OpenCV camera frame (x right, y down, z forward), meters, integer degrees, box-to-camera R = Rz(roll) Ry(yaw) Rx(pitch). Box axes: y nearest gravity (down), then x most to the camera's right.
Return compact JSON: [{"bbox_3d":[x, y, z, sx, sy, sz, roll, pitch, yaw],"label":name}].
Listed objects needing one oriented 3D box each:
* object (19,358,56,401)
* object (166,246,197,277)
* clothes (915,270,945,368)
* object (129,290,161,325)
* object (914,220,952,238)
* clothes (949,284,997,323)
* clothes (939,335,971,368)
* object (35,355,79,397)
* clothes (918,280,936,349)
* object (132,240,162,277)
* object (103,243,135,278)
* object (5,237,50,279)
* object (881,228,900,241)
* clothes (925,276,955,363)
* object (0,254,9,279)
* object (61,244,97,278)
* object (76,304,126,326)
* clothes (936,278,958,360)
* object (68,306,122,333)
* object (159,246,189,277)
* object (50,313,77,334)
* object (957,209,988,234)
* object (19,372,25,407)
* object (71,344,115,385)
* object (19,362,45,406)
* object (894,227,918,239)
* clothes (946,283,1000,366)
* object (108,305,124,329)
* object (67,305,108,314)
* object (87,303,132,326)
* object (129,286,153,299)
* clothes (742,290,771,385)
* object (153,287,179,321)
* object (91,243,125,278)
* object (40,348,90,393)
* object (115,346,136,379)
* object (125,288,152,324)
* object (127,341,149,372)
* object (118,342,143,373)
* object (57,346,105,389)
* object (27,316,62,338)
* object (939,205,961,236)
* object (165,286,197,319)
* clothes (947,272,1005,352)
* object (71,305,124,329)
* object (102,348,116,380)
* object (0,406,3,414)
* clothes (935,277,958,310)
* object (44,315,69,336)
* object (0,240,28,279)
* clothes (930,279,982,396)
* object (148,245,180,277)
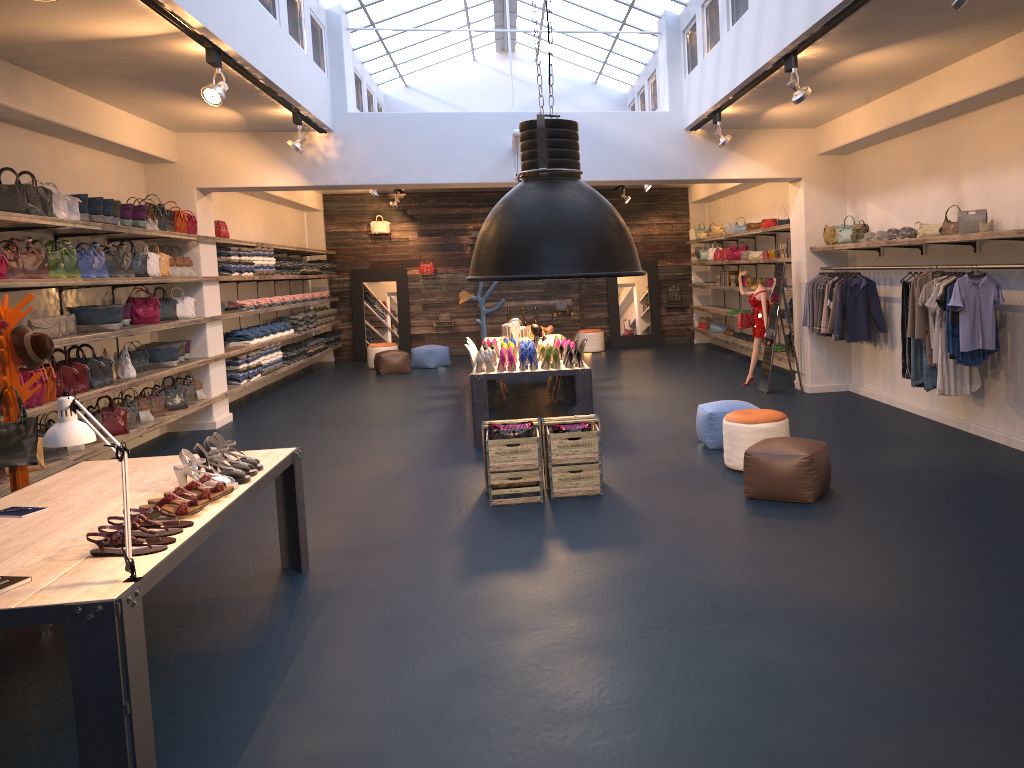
[{"bbox_3d":[-3.768,-0.031,6.858,0.268,0.360,0.200,-7,7,-42],"label":"object"},{"bbox_3d":[-3.885,-1.414,10.064,0.165,0.365,0.415,1,7,38],"label":"object"},{"bbox_3d":[4.152,-0.631,8.460,0.540,0.943,0.178,-4,4,-12],"label":"clothes"},{"bbox_3d":[-3.838,-0.803,9.059,0.207,0.360,0.261,-1,5,22],"label":"object"},{"bbox_3d":[4.221,-1.555,8.721,0.336,0.173,0.250,3,8,37],"label":"object"},{"bbox_3d":[4.125,-0.726,7.818,0.469,0.369,0.135,-3,4,-10],"label":"clothes"},{"bbox_3d":[4.164,-0.514,8.176,0.337,0.873,0.091,-3,4,-7],"label":"clothes"},{"bbox_3d":[-3.804,-0.077,7.143,0.444,0.384,0.185,-4,5,-15],"label":"object"},{"bbox_3d":[4.149,-0.673,8.307,0.565,0.683,0.113,-3,4,-10],"label":"clothes"},{"bbox_3d":[-3.813,-1.285,8.923,0.178,0.384,0.459,1,6,34],"label":"object"},{"bbox_3d":[-3.792,-1.181,8.336,0.200,0.337,0.407,1,7,37],"label":"object"},{"bbox_3d":[-3.808,-0.980,6.773,0.409,0.337,0.199,-7,7,-40],"label":"object"},{"bbox_3d":[4.185,-1.643,9.549,0.236,0.135,0.178,0,6,15],"label":"object"},{"bbox_3d":[4.155,-0.611,8.223,0.521,0.828,0.139,-3,4,-6],"label":"clothes"},{"bbox_3d":[-3.839,-0.866,6.304,0.207,0.242,0.261,0,6,21],"label":"object"},{"bbox_3d":[-3.823,-1.068,7.592,0.176,0.303,0.400,0,6,27],"label":"object"},{"bbox_3d":[-4.012,-0.655,8.490,0.450,0.234,0.165,-6,6,-30],"label":"object"},{"bbox_3d":[4.151,-0.600,7.950,0.572,0.748,0.136,-3,4,-7],"label":"clothes"},{"bbox_3d":[-3.761,-0.586,7.865,0.445,0.231,0.167,-5,6,-24],"label":"object"},{"bbox_3d":[-3.883,-1.382,9.814,0.165,0.365,0.415,1,7,38],"label":"object"},{"bbox_3d":[-3.891,-0.517,7.511,0.099,0.174,0.282,-1,6,19],"label":"object"},{"bbox_3d":[4.273,-1.504,8.070,0.253,0.229,0.086,3,7,44],"label":"object"},{"bbox_3d":[-3.736,0.064,6.362,0.275,0.297,0.230,-7,7,-39],"label":"object"},{"bbox_3d":[-3.823,-0.176,7.851,0.443,0.384,0.185,-4,5,-14],"label":"object"},{"bbox_3d":[-3.717,0.008,6.610,0.232,0.341,0.288,0,6,27],"label":"object"},{"bbox_3d":[4.187,-1.602,9.228,0.236,0.135,0.178,0,6,15],"label":"object"},{"bbox_3d":[4.164,-0.542,7.852,0.502,0.766,0.122,-3,4,-10],"label":"clothes"},{"bbox_3d":[-3.885,-0.619,8.178,0.450,0.234,0.165,-6,6,-30],"label":"object"},{"bbox_3d":[-4.001,-0.633,8.313,0.447,0.234,0.166,-5,6,-26],"label":"object"},{"bbox_3d":[-4.032,-0.680,8.689,0.445,0.234,0.167,-5,6,-24],"label":"object"},{"bbox_3d":[-3.970,-0.854,9.301,0.319,0.409,0.125,-6,5,-35],"label":"object"},{"bbox_3d":[3.578,-0.666,12.542,0.486,1.379,0.330,-4,4,-19],"label":"clothes"},{"bbox_3d":[-3.943,-0.898,9.746,0.179,0.384,0.457,0,6,31],"label":"object"},{"bbox_3d":[-3.795,-1.149,8.089,0.409,0.337,0.199,-7,7,-38],"label":"object"},{"bbox_3d":[-3.808,-0.112,7.356,0.437,0.384,0.188,-3,5,-9],"label":"object"},{"bbox_3d":[-3.781,-0.215,8.463,0.168,0.308,0.313,-6,7,-36],"label":"object"},{"bbox_3d":[-3.923,-0.826,9.168,0.217,0.383,0.265,-1,5,18],"label":"object"},{"bbox_3d":[-3.856,-0.281,8.935,0.100,0.327,0.256,1,6,42],"label":"object"},{"bbox_3d":[-3.852,-0.260,8.774,0.100,0.327,0.256,1,6,42],"label":"object"},{"bbox_3d":[-3.801,-0.148,7.634,0.434,0.384,0.189,-3,5,-7],"label":"object"},{"bbox_3d":[-3.747,-0.450,6.952,0.097,0.175,0.287,0,7,28],"label":"object"},{"bbox_3d":[4.273,-1.582,8.406,0.111,0.298,0.271,-5,6,-31],"label":"object"},{"bbox_3d":[-3.873,-0.941,10.064,0.177,0.384,0.462,1,7,40],"label":"object"},{"bbox_3d":[4.153,-0.641,7.726,0.565,0.697,0.120,-3,4,-11],"label":"clothes"},{"bbox_3d":[-3.820,-0.603,8.015,0.451,0.231,0.165,-6,6,-32],"label":"object"},{"bbox_3d":[-3.899,-0.189,8.298,0.168,0.308,0.313,-6,7,-36],"label":"object"},{"bbox_3d":[-3.706,0.071,6.263,0.260,0.299,0.343,0,6,24],"label":"object"},{"bbox_3d":[4.153,-0.700,8.005,0.534,0.583,0.076,-3,4,-9],"label":"clothes"},{"bbox_3d":[-3.819,-0.484,7.234,0.100,0.174,0.280,-1,6,17],"label":"object"},{"bbox_3d":[-3.818,-0.936,6.570,0.197,0.303,0.358,-4,6,-14],"label":"object"},{"bbox_3d":[4.174,-0.433,8.121,0.515,1.105,0.127,-3,4,-10],"label":"clothes"},{"bbox_3d":[-3.882,-1.347,9.539,0.165,0.365,0.415,1,7,38],"label":"object"}]
